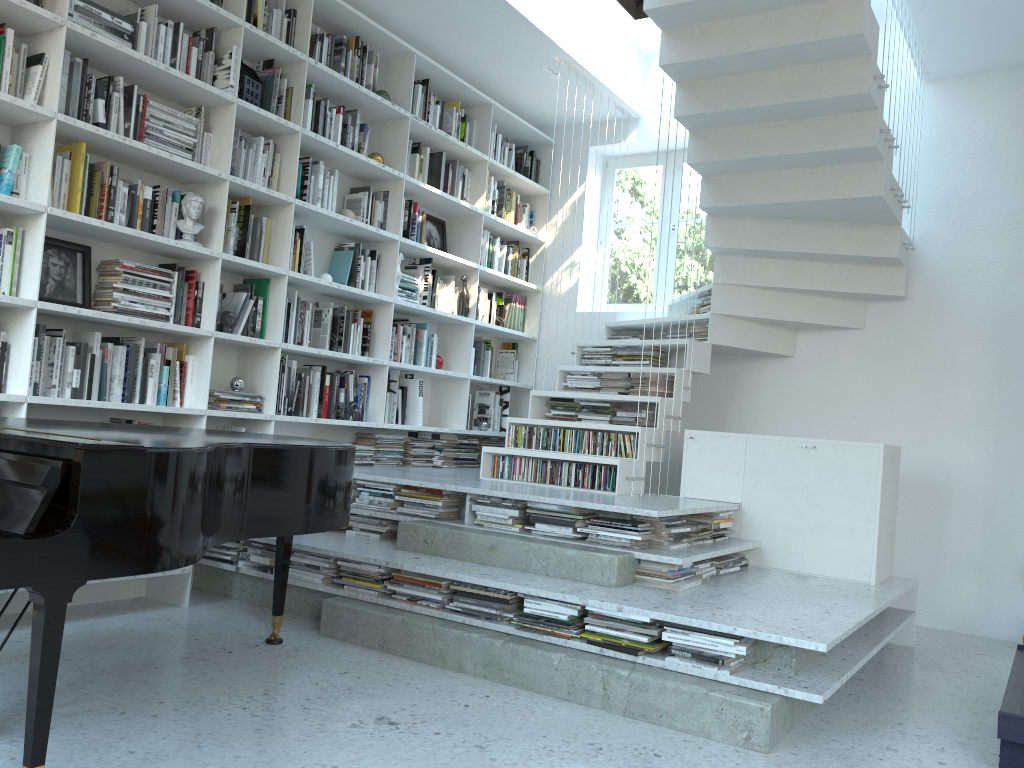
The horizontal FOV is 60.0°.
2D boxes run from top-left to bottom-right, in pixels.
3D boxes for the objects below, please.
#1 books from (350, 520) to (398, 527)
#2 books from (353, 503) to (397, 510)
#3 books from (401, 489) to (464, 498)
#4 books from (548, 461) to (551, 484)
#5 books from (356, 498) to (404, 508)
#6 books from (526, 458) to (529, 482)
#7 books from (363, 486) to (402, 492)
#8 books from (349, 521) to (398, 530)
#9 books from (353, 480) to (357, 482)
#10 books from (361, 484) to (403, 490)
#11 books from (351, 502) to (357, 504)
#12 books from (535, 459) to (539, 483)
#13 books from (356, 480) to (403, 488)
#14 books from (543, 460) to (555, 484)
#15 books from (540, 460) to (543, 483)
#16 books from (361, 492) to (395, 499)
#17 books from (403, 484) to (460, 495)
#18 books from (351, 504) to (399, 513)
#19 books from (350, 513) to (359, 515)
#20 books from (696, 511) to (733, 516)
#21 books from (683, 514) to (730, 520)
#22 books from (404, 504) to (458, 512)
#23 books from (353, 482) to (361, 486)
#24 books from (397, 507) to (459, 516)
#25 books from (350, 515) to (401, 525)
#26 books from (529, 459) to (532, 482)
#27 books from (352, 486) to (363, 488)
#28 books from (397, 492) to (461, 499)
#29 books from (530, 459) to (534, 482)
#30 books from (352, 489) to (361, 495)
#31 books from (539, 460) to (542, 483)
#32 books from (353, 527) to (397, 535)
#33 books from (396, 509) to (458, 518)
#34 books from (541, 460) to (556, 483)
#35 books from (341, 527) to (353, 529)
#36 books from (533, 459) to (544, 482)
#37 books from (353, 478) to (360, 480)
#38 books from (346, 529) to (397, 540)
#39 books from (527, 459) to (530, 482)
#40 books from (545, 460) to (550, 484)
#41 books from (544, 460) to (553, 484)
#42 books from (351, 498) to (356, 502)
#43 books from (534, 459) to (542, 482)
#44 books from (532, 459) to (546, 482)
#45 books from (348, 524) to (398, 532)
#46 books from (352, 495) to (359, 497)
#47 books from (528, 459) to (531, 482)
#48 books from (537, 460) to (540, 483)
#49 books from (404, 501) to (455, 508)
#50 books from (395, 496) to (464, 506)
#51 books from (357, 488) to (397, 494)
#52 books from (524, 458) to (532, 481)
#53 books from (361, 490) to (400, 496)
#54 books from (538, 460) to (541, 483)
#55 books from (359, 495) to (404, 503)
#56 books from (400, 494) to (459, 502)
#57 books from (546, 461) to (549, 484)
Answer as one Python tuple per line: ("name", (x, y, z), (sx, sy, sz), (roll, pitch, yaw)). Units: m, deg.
("books", (-0.687, 0.697, 4.483), (0.276, 0.009, 0.178), (3, -4, 33))
("books", (-0.658, 0.619, 4.507), (0.235, 0.012, 0.190), (3, -4, 30))
("books", (-0.391, 0.539, 4.383), (0.296, 0.013, 0.129), (3, -4, 30))
("books", (0.231, 0.479, 4.799), (0.010, 0.125, 0.125), (3, -3, 32))
("books", (-0.652, 0.603, 4.515), (0.242, 0.023, 0.164), (2, -4, 36))
("books", (0.114, 0.473, 4.873), (0.008, 0.125, 0.125), (3, -3, 32))
("books", (-0.641, 0.535, 4.527), (0.179, 0.010, 0.160), (3, -4, 32))
("books", (-0.686, 0.710, 4.486), (0.263, 0.017, 0.156), (3, -3, 28))
("books", (-0.898, 0.502, 4.687), (0.285, 0.007, 0.159), (3, -4, 31))
("books", (-0.640, 0.524, 4.527), (0.220, 0.013, 0.149), (3, -4, 35))
("books", (-0.910, 0.618, 4.677), (0.233, 0.017, 0.173), (3, -4, 31))
("books", (0.166, 0.475, 4.840), (0.009, 0.125, 0.125), (3, -3, 32))
("books", (-0.645, 0.509, 4.517), (0.243, 0.015, 0.165), (3, -3, 27))
("books", (0.205, 0.477, 4.815), (0.008, 0.125, 0.125), (3, -3, 32))
("books", (0.192, 0.477, 4.823), (0.009, 0.125, 0.125), (3, -3, 32))
("books", (-0.641, 0.568, 4.529), (0.215, 0.013, 0.150), (3, -4, 32))
("books", (-0.395, 0.517, 4.374), (0.261, 0.028, 0.139), (2, -4, 37))
("books", (-0.656, 0.632, 4.510), (0.296, 0.012, 0.183), (3, -4, 31))
("books", (-0.942, 0.670, 4.658), (0.249, 0.009, 0.144), (2, -4, 36))
("books", (0.987, 0.640, 4.448), (0.181, 0.013, 0.286), (3, -3, 27))
("books", (0.976, 0.658, 4.453), (0.167, 0.024, 0.192), (2, -4, 37))
("books", (-0.398, 0.609, 4.379), (0.237, 0.017, 0.138), (3, -4, 31))
("books", (-0.899, 0.514, 4.685), (0.289, 0.018, 0.163), (3, -4, 31))
("books", (-0.411, 0.622, 4.360), (0.247, 0.014, 0.178), (3, -4, 30))
("books", (-0.689, 0.684, 4.479), (0.250, 0.017, 0.181), (3, -3, 29))
("books", (0.133, 0.474, 4.861), (0.007, 0.125, 0.125), (3, -3, 32))
("books", (-0.900, 0.529, 4.685), (0.264, 0.012, 0.143), (2, -4, 37))
("books", (-0.406, 0.547, 4.360), (0.261, 0.009, 0.187), (3, -4, 31))
("books", (0.140, 0.474, 4.856), (0.008, 0.125, 0.125), (3, -3, 32))
("books", (-0.912, 0.556, 4.669), (0.237, 0.030, 0.189), (3, -3, 29))
("books", (0.186, 0.476, 4.827), (0.008, 0.125, 0.125), (3, -3, 32))
("books", (-0.682, 0.739, 4.494), (0.214, 0.014, 0.138), (2, -4, 36))
("books", (-0.415, 0.634, 4.353), (0.253, 0.011, 0.182), (2, -4, 36))
("books", (0.199, 0.477, 4.819), (0.007, 0.125, 0.125), (3, -3, 32))
("books", (-0.958, 0.735, 4.639), (0.261, 0.009, 0.187), (3, -4, 35))
("books", (0.153, 0.475, 4.848), (0.008, 0.125, 0.125), (3, -3, 32))
("books", (-0.902, 0.488, 4.678), (0.193, 0.020, 0.171), (3, -3, 27))
("books", (-0.698, 0.758, 4.471), (0.202, 0.028, 0.189), (3, -3, 27))
("books", (0.120, 0.473, 4.869), (0.008, 0.125, 0.125), (3, -3, 32))
("books", (0.218, 0.478, 4.807), (0.007, 0.125, 0.125), (3, -3, 32))
("books", (0.211, 0.478, 4.811), (0.007, 0.125, 0.125), (3, -3, 32))
("books", (-0.899, 0.601, 4.694), (0.240, 0.021, 0.131), (3, -4, 34))
("books", (0.160, 0.475, 4.844), (0.008, 0.125, 0.125), (3, -3, 32))
("books", (0.147, 0.474, 4.852), (0.008, 0.125, 0.125), (3, -3, 32))
("books", (-0.685, 0.725, 4.490), (0.254, 0.012, 0.161), (3, -4, 33))
("books", (-0.906, 0.576, 4.681), (0.294, 0.008, 0.163), (3, -4, 30))
("books", (0.126, 0.473, 4.865), (0.008, 0.125, 0.125), (3, -3, 32))
("books", (0.173, 0.476, 4.835), (0.008, 0.125, 0.125), (3, -3, 32))
("books", (-0.403, 0.591, 4.369), (0.203, 0.018, 0.159), (3, -3, 30))
("books", (-0.406, 0.573, 4.363), (0.293, 0.017, 0.179), (3, -4, 33))
("books", (-0.644, 0.544, 4.521), (0.234, 0.008, 0.167), (3, -4, 31))
("books", (0.107, 0.472, 4.877), (0.007, 0.125, 0.125), (3, -3, 32))
("books", (-0.641, 0.555, 4.527), (0.220, 0.013, 0.144), (3, -4, 35))
("books", (0.180, 0.476, 4.831), (0.007, 0.125, 0.125), (3, -3, 32))
("books", (-0.644, 0.583, 4.525), (0.220, 0.018, 0.154), (3, -4, 31))
("books", (-0.403, 0.558, 4.366), (0.254, 0.012, 0.161), (2, -4, 36))
("books", (0.224, 0.478, 4.803), (0.007, 0.125, 0.125), (3, -3, 32))
